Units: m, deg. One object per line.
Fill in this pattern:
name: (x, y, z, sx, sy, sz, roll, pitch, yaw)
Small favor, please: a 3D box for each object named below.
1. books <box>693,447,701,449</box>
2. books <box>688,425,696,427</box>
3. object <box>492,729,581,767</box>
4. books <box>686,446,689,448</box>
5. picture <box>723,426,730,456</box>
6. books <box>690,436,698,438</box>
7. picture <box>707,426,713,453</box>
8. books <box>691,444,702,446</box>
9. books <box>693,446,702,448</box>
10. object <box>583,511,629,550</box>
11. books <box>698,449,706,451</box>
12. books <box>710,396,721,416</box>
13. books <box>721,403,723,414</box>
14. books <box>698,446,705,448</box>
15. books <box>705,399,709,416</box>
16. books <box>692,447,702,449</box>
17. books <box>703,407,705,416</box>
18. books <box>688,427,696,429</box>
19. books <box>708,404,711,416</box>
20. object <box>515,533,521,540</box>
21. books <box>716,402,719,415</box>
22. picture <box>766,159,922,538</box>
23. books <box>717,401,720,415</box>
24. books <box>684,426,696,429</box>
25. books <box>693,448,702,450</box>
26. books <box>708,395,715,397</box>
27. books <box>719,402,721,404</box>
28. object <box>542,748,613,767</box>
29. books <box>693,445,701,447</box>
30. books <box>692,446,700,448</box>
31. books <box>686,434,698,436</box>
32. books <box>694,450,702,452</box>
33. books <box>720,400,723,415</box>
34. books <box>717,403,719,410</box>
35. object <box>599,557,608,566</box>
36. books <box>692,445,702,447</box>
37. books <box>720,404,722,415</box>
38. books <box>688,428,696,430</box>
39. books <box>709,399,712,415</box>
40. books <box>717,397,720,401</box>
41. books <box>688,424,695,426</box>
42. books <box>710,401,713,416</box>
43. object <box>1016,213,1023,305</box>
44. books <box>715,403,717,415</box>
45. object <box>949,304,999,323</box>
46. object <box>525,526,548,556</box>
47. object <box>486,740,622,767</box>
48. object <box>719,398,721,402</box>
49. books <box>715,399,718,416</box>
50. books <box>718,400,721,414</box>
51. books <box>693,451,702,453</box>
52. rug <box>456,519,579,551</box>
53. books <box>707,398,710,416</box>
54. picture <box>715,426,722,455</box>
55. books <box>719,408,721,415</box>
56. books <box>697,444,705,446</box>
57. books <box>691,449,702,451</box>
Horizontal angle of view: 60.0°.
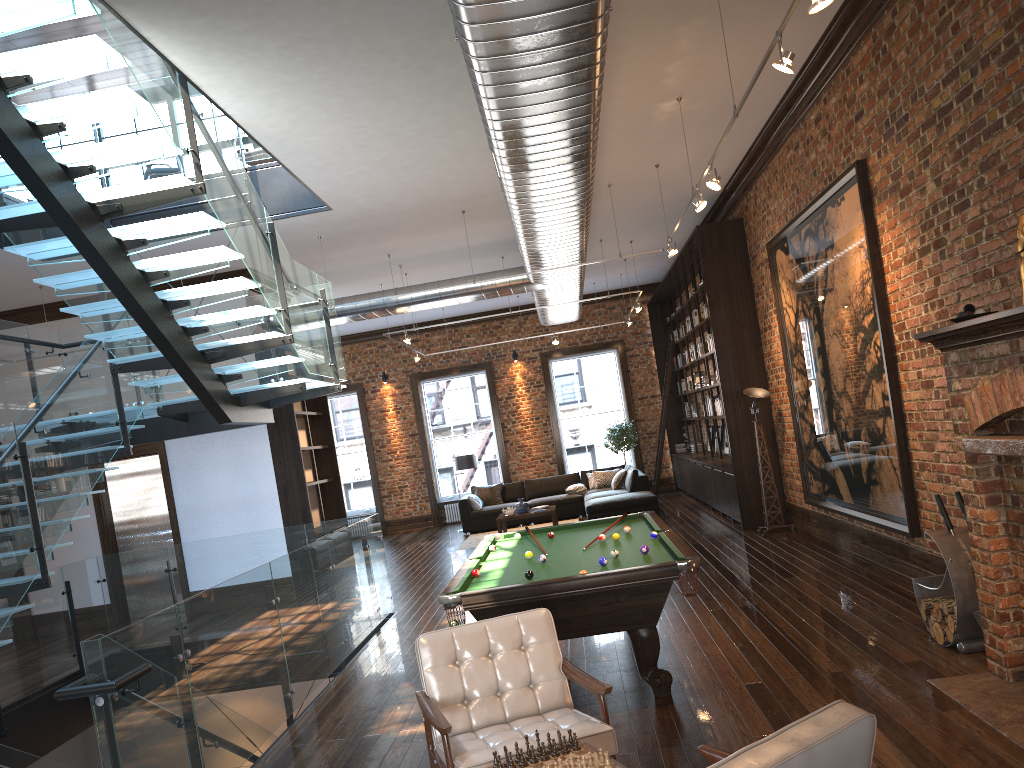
books: (3.716, 1.265, 17.703, 0.229, 0.008, 0.330, -9, -3, 0)
books: (3.756, 0.885, 18.598, 0.180, 0.012, 0.306, -9, -3, 2)
object: (0.085, 1.323, 3.242, 0.333, 0.101, 0.076, -8, -1, -21)
books: (3.786, 1.311, 18.617, 0.241, 0.023, 0.262, -9, -3, 8)
picture: (3.595, 0.949, 14.812, 0.112, 0.498, 0.507, -9, -1, 3)
books: (3.787, 1.113, 18.605, 0.189, 0.012, 0.321, -9, -3, 2)
picture: (3.715, 1.036, 16.632, 0.112, 0.498, 0.507, -9, -1, 3)
books: (3.710, 1.211, 17.701, 0.227, 0.007, 0.369, -9, -3, 6)
books: (3.720, 1.249, 17.702, 0.227, 0.007, 0.369, -9, -3, 2)
object: (0.780, 1.175, 7.200, 0.028, 0.072, 1.600, -9, -3, 19)
books: (3.730, 1.317, 17.703, 0.229, 0.008, 0.328, -9, -3, 2)
books: (3.456, 0.364, 14.935, 0.186, 0.317, 0.015, -9, 2, 4)
books: (3.412, 0.386, 14.071, 0.165, 0.197, 0.027, -9, 1, 4)
books: (3.717, 1.257, 17.702, 0.229, 0.008, 0.329, -9, -3, 6)
books: (3.506, 0.401, 15.561, 0.184, 0.301, 0.016, -9, 2, 4)
books: (3.717, 1.273, 17.703, 0.227, 0.007, 0.370, -9, -3, 7)
books: (3.547, 0.471, 15.986, 0.178, 0.205, 0.068, -9, 1, 4)
books: (3.727, 0.928, 18.602, 0.251, 0.006, 0.271, -9, -3, 3)
books: (3.498, 0.439, 15.367, 0.175, 0.207, 0.031, -9, 1, 4)
object: (0.051, 1.331, 7.737, 0.058, 0.058, 0.057, -9, -1, 5)
books: (3.451, 0.396, 14.560, 0.153, 0.221, 0.034, -9, 1, 4)
picture: (3.068, -0.193, 8.566, 0.080, 3.004, 3.199, -9, -1, 3)
books: (3.430, 0.381, 14.370, 0.167, 0.234, 0.032, -9, 1, 4)
books: (3.738, 0.912, 18.601, 0.207, 0.022, 0.247, -9, -3, -2)
books: (3.726, 1.287, 17.703, 0.227, 0.007, 0.368, -9, -3, 5)
books: (3.518, 0.378, 15.543, 0.140, 0.341, 0.015, -9, 2, 4)
books: (3.417, 0.381, 14.181, 0.174, 0.218, 0.027, -9, 1, 4)
object: (0.178, 1.294, 3.000, 0.333, 0.101, 0.076, -8, -1, -21)
books: (3.719, 1.225, 17.701, 0.229, 0.008, 0.328, -9, -3, 4)
books: (3.706, 1.244, 17.703, 0.229, 0.008, 0.331, -10, -3, 9)
books: (3.779, 1.069, 18.604, 0.164, 0.006, 0.352, -9, -3, -2)
books: (3.734, 1.324, 17.703, 0.229, 0.008, 0.328, -9, -3, 4)
books: (3.414, 0.367, 14.117, 0.166, 0.238, 0.034, -9, 1, 4)
books: (3.454, 0.402, 14.493, 0.158, 0.201, 0.028, -9, 1, 4)
object: (0.578, 1.123, 5.606, 0.057, 0.057, 0.057, -9, -1, 9)
books: (3.714, 1.234, 17.702, 0.229, 0.008, 0.329, -9, -3, 6)
books: (3.413, 0.397, 14.152, 0.174, 0.184, 0.034, -9, 1, 4)
books: (3.753, 0.942, 18.601, 0.184, 0.030, 0.264, -10, -3, 9)
books: (3.479, 0.386, 15.130, 0.185, 0.289, 0.016, -9, 2, 4)
books: (3.455, 0.361, 14.583, 0.132, 0.291, 0.016, -9, 2, 4)
books: (3.728, 0.865, 18.599, 0.209, 0.010, 0.351, -9, -3, 8)
books: (3.459, 0.399, 14.969, 0.187, 0.251, 0.050, -9, 1, 4)
object: (2.746, -0.641, 4.654, 0.125, 0.536, 0.408, -9, 0, 3)
books: (3.458, 0.404, 14.770, 0.191, 0.218, 0.033, -9, 1, 4)
object: (2.415, -0.371, 4.643, 0.238, 0.105, 0.236, -10, -3, 14)
object: (0.193, 1.271, 7.242, 0.028, 0.072, 1.608, -9, -3, -5)
object: (0.141, 1.370, 3.122, 0.386, 0.028, 0.390, -8, -4, -21)
object: (3.419, 0.350, 14.226, 0.166, 0.283, 0.015, -9, 2, 4)
books: (3.449, 0.375, 14.620, 0.159, 0.270, 0.032, -9, 1, 4)
books: (3.427, 0.369, 14.250, 0.179, 0.246, 0.031, -9, 1, 4)
books: (3.726, 1.348, 17.704, 0.228, 0.008, 0.331, -9, -3, -1)
rug: (0.158, 2.583, 15.300, 2.023, 0.003, 2.114, -9, -3, 4)
books: (3.509, 0.390, 15.465, 0.170, 0.312, 0.038, -9, 1, 4)
picture: (3.650, 0.990, 15.653, 0.112, 0.498, 0.507, -9, -1, 3)
books: (3.442, 0.391, 14.339, 0.170, 0.209, 0.028, -9, 1, 4)
books: (3.701, 1.220, 17.702, 0.226, 0.007, 0.372, -9, -3, -2)
books: (3.722, 1.310, 17.704, 0.227, 0.007, 0.370, -9, -3, 0)
